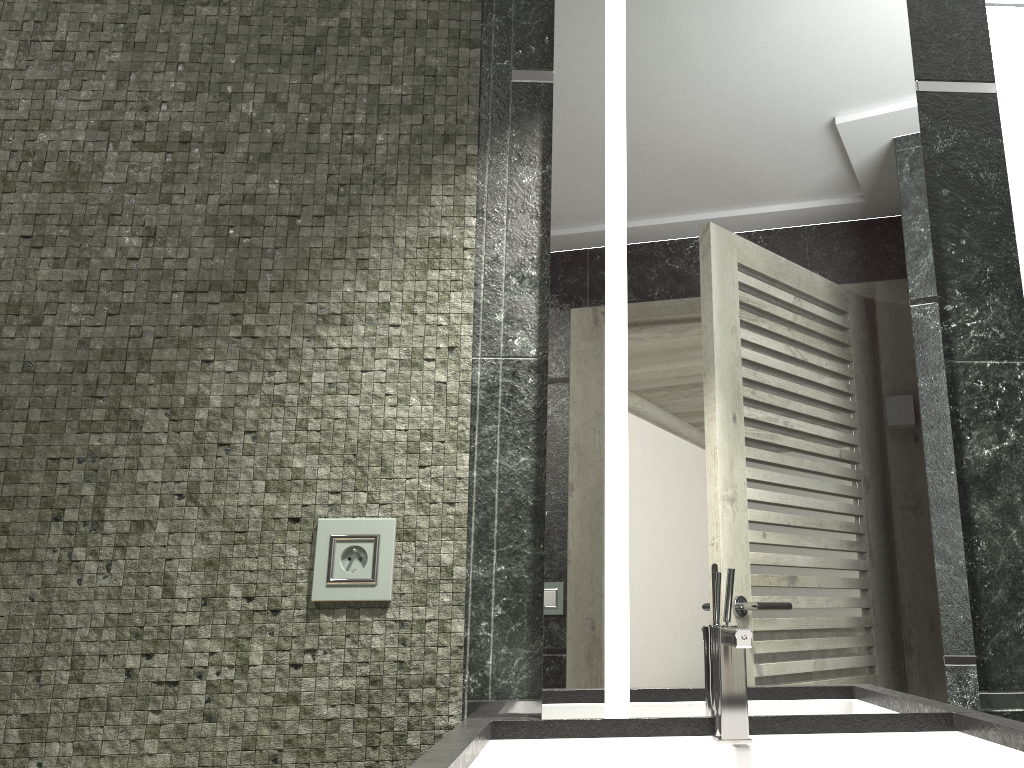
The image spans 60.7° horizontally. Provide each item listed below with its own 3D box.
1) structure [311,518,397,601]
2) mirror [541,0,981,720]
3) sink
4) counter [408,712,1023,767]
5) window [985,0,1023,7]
[{"bbox_3d":[-0.251,0.279,1.389,0.124,0.129,0.016,2,-15,-3],"label":"structure"},{"bbox_3d":[0.410,-0.251,1.558,0.683,1.580,0.042,2,-15,-3],"label":"mirror"},{"bbox_3d":[0.306,0.425,1.077,0.726,0.409,0.539,0,-15,-1],"label":"sink"},{"bbox_3d":[0.024,0.943,0.910,1.334,1.054,0.638,1,-15,-2],"label":"counter"},{"bbox_3d":[1.495,-0.417,1.904,1.069,1.071,0.038,1,-15,-3],"label":"window"}]
